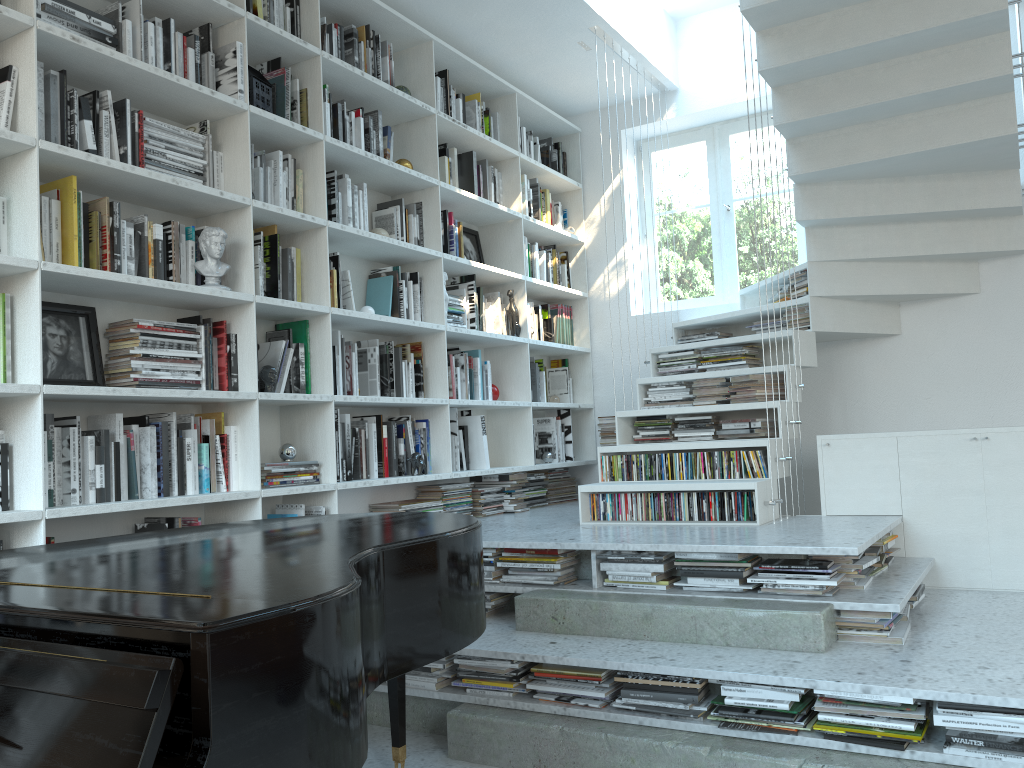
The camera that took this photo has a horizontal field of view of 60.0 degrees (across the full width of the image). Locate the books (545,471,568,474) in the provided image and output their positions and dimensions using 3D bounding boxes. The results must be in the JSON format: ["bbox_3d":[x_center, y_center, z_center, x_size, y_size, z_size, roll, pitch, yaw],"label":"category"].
[{"bbox_3d":[0.232,0.570,5.693,0.161,0.009,0.254,-5,-4,29],"label":"books"}]

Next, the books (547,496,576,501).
[{"bbox_3d":[0.242,0.736,5.683,0.207,0.008,0.328,-5,-5,33],"label":"books"}]

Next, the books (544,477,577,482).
[{"bbox_3d":[0.242,0.614,5.688,0.207,0.008,0.328,-5,-5,35],"label":"books"}]

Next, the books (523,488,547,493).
[{"bbox_3d":[0.041,0.644,5.340,0.200,0.009,0.315,-5,-5,35],"label":"books"}]

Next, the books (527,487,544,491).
[{"bbox_3d":[0.036,0.636,5.343,0.200,0.009,0.315,-5,-4,27],"label":"books"}]

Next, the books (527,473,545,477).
[{"bbox_3d":[0.026,0.555,5.354,0.198,0.017,0.354,-5,-5,30],"label":"books"}]

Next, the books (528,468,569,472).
[{"bbox_3d":[0.233,0.552,5.693,0.161,0.009,0.254,-5,-5,32],"label":"books"}]

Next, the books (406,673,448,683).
[{"bbox_3d":[-0.314,1.059,3.262,0.221,0.014,0.172,-5,-5,31],"label":"books"}]

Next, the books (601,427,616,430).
[{"bbox_3d":[0.650,0.281,5.586,0.121,0.011,0.215,-5,-4,25],"label":"books"}]

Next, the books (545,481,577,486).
[{"bbox_3d":[0.241,0.637,5.688,0.206,0.007,0.368,-5,-5,34],"label":"books"}]

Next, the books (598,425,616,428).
[{"bbox_3d":[0.654,0.268,5.584,0.150,0.014,0.206,-5,-5,30],"label":"books"}]

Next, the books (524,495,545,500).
[{"bbox_3d":[0.036,0.688,5.340,0.203,0.009,0.320,-5,-4,28],"label":"books"}]

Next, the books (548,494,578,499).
[{"bbox_3d":[0.244,0.720,5.683,0.206,0.007,0.368,-6,-5,36],"label":"books"}]

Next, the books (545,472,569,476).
[{"bbox_3d":[0.230,0.579,5.694,0.159,0.009,0.285,-5,-5,30],"label":"books"}]

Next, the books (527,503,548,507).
[{"bbox_3d":[0.045,0.733,5.334,0.203,0.009,0.320,-5,-5,35],"label":"books"}]

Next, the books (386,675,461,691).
[{"bbox_3d":[-0.316,1.079,3.255,0.230,0.026,0.177,-5,-5,33],"label":"books"}]

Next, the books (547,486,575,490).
[{"bbox_3d":[0.239,0.667,5.688,0.207,0.008,0.328,-5,-5,33],"label":"books"}]

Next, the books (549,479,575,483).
[{"bbox_3d":[0.233,0.622,5.694,0.207,0.008,0.328,-6,-5,39],"label":"books"}]

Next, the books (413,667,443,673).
[{"bbox_3d":[-0.318,1.023,3.260,0.193,0.020,0.171,-5,-5,34],"label":"books"}]

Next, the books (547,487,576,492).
[{"bbox_3d":[0.240,0.675,5.687,0.207,0.008,0.328,-6,-5,37],"label":"books"}]

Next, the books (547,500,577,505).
[{"bbox_3d":[0.243,0.759,5.682,0.206,0.007,0.368,-5,-5,33],"label":"books"}]

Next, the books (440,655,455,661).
[{"bbox_3d":[-0.309,0.990,3.280,0.256,0.018,0.130,-5,-5,33],"label":"books"}]

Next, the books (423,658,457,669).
[{"bbox_3d":[-0.320,1.005,3.258,0.294,0.015,0.180,-5,-4,28],"label":"books"}]

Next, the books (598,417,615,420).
[{"bbox_3d":[0.657,0.216,5.584,0.159,0.011,0.229,-5,-4,29],"label":"books"}]

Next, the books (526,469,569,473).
[{"bbox_3d":[0.229,0.561,5.695,0.159,0.009,0.285,-5,-5,30],"label":"books"}]

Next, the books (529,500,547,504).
[{"bbox_3d":[0.035,0.715,5.341,0.201,0.009,0.359,-5,-5,31],"label":"books"}]

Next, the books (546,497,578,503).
[{"bbox_3d":[0.247,0.743,5.680,0.207,0.008,0.328,-5,-5,35],"label":"books"}]

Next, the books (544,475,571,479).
[{"bbox_3d":[0.237,0.597,5.689,0.159,0.009,0.285,-5,-5,33],"label":"books"}]

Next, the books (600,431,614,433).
[{"bbox_3d":[0.650,0.300,5.586,0.131,0.011,0.182,-5,-4,28],"label":"books"}]

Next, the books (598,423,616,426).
[{"bbox_3d":[0.657,0.254,5.582,0.155,0.014,0.235,-5,-5,31],"label":"books"}]

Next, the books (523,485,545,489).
[{"bbox_3d":[0.036,0.627,5.344,0.198,0.008,0.354,-5,-4,27],"label":"books"}]

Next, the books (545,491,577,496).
[{"bbox_3d":[0.239,0.705,5.687,0.207,0.008,0.328,-6,-5,38],"label":"books"}]

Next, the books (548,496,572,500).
[{"bbox_3d":[0.235,0.728,5.689,0.207,0.008,0.328,-5,-5,30],"label":"books"}]

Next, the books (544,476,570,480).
[{"bbox_3d":[0.237,0.605,5.689,0.161,0.009,0.254,-5,-5,33],"label":"books"}]

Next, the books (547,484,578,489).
[{"bbox_3d":[0.237,0.660,5.690,0.206,0.007,0.368,-6,-5,38],"label":"books"}]

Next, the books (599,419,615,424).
[{"bbox_3d":[0.646,0.236,5.590,0.123,0.025,0.232,-5,-4,27],"label":"books"}]

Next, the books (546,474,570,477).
[{"bbox_3d":[0.238,0.587,5.689,0.161,0.009,0.254,-5,-5,34],"label":"books"}]

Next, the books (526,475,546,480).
[{"bbox_3d":[0.032,0.572,5.350,0.198,0.017,0.354,-5,-5,32],"label":"books"}]

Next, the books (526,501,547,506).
[{"bbox_3d":[0.046,0.724,5.334,0.201,0.009,0.359,-5,-4,25],"label":"books"}]

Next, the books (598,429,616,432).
[{"bbox_3d":[0.653,0.290,5.584,0.144,0.009,0.227,-5,-5,30],"label":"books"}]

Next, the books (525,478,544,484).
[{"bbox_3d":[0.037,0.589,5.346,0.199,0.018,0.315,-5,-4,26],"label":"books"}]

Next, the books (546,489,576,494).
[{"bbox_3d":[0.242,0.690,5.685,0.207,0.008,0.328,-5,-5,34],"label":"books"}]

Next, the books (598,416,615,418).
[{"bbox_3d":[0.660,0.207,5.582,0.152,0.006,0.231,-5,-5,35],"label":"books"}]

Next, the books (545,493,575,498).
[{"bbox_3d":[0.241,0.713,5.685,0.207,0.008,0.328,-5,-5,33],"label":"books"}]

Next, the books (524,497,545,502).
[{"bbox_3d":[0.034,0.697,5.341,0.203,0.009,0.320,-5,-4,29],"label":"books"}]

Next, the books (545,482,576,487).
[{"bbox_3d":[0.243,0.644,5.686,0.207,0.008,0.328,-5,-5,35],"label":"books"}]

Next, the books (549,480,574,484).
[{"bbox_3d":[0.236,0.630,5.692,0.207,0.008,0.328,-5,-5,32],"label":"books"}]

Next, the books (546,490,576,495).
[{"bbox_3d":[0.238,0.698,5.688,0.206,0.007,0.368,-5,-5,32],"label":"books"}]

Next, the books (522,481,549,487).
[{"bbox_3d":[0.041,0.606,5.343,0.198,0.017,0.354,-5,-5,35],"label":"books"}]

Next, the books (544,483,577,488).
[{"bbox_3d":[0.241,0.652,5.687,0.207,0.008,0.328,-6,-5,36],"label":"books"}]

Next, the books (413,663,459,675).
[{"bbox_3d":[-0.309,1.039,3.273,0.206,0.012,0.147,-5,-5,31],"label":"books"}]

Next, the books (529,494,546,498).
[{"bbox_3d":[0.033,0.679,5.343,0.201,0.009,0.359,-5,-4,29],"label":"books"}]

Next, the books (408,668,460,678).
[{"bbox_3d":[-0.308,1.049,3.274,0.300,0.007,0.149,-5,-5,30],"label":"books"}]

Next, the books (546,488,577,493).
[{"bbox_3d":[0.243,0.682,5.685,0.206,0.007,0.368,-5,-5,34],"label":"books"}]

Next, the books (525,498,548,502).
[{"bbox_3d":[0.040,0.706,5.338,0.201,0.009,0.359,-5,-5,33],"label":"books"}]

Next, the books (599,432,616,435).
[{"bbox_3d":[0.660,0.309,5.579,0.161,0.008,0.192,-5,-5,30],"label":"books"}]

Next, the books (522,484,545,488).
[{"bbox_3d":[0.033,0.619,5.346,0.198,0.008,0.354,-5,-4,28],"label":"books"}]

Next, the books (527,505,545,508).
[{"bbox_3d":[0.036,0.743,5.339,0.203,0.009,0.320,-5,-4,29],"label":"books"}]
